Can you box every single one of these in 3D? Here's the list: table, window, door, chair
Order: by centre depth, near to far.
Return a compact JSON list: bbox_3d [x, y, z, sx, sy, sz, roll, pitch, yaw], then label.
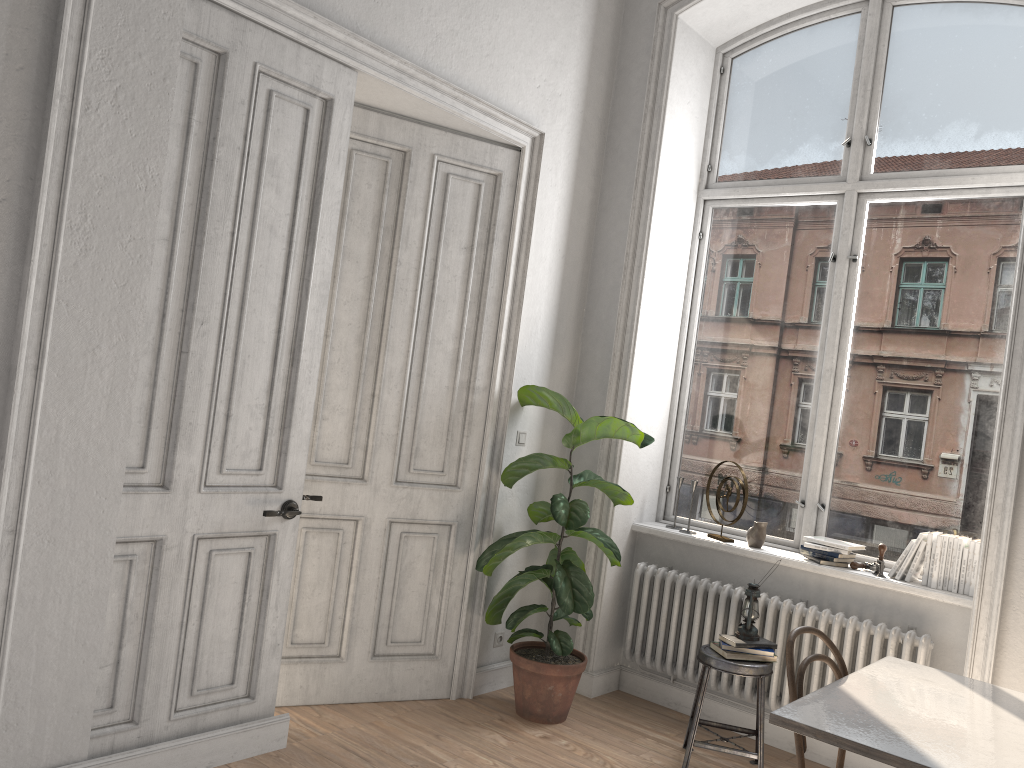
[{"bbox_3d":[1.860,1.455,2.203,2.199,0.780,1.101,7,-1,39],"label":"table"},{"bbox_3d":[1.105,1.295,2.804,0.438,0.920,0.549,8,-1,-42],"label":"chair"},{"bbox_3d":[-1.186,0.046,3.272,0.216,2.814,1.097,7,0,41],"label":"door"},{"bbox_3d":[0.991,1.495,4.052,0.364,0.522,0.360,7,0,13],"label":"chair"},{"bbox_3d":[-0.584,0.138,4.277,1.097,2.814,0.216,8,0,-26],"label":"door"},{"bbox_3d":[1.742,-0.567,4.655,1.621,2.843,0.013,7,0,39],"label":"window"}]

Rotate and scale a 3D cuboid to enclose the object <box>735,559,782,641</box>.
[{"bbox_3d":[1.132,0.983,4.079,0.163,0.383,0.154,7,0,13],"label":"object"}]

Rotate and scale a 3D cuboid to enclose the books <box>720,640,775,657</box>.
[{"bbox_3d":[1.074,1.203,4.063,0.232,0.029,0.163,7,-1,10],"label":"books"}]

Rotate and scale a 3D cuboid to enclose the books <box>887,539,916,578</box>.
[{"bbox_3d":[1.862,0.823,4.197,0.105,0.194,0.155,7,-1,38],"label":"books"}]

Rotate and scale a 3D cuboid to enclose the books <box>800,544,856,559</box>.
[{"bbox_3d":[1.571,0.832,4.407,0.147,0.023,0.221,8,-1,-35],"label":"books"}]

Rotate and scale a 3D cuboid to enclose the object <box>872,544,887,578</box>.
[{"bbox_3d":[1.747,0.832,4.199,0.048,0.153,0.088,7,0,9],"label":"object"}]

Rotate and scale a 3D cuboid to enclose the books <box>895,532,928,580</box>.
[{"bbox_3d":[1.891,0.807,4.169,0.100,0.235,0.174,7,-1,39],"label":"books"}]

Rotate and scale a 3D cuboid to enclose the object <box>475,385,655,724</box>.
[{"bbox_3d":[2.055,0.950,2.653,5.824,1.842,0.792,7,-1,44],"label":"object"}]

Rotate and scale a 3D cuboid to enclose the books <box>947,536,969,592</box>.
[{"bbox_3d":[2.047,0.823,4.069,0.024,0.243,0.175,7,0,39],"label":"books"}]

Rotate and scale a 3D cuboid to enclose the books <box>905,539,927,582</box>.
[{"bbox_3d":[1.909,0.826,4.154,0.072,0.203,0.155,7,-1,39],"label":"books"}]

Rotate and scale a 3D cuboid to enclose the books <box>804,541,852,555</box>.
[{"bbox_3d":[1.568,0.811,4.396,0.205,0.020,0.155,7,-1,29],"label":"books"}]

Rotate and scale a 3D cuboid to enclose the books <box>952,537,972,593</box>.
[{"bbox_3d":[2.049,0.823,4.038,0.019,0.243,0.174,7,0,39],"label":"books"}]

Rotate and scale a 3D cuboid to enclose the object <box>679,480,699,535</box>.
[{"bbox_3d":[0.983,0.673,4.863,0.095,0.289,0.095,8,0,-28],"label":"object"}]

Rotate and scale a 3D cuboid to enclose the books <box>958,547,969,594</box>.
[{"bbox_3d":[2.065,0.843,4.025,0.020,0.205,0.155,7,0,39],"label":"books"}]

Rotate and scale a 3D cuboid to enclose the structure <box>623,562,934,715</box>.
[{"bbox_3d":[2.834,-0.267,3.206,5.179,4.474,0.340,7,0,39],"label":"structure"}]

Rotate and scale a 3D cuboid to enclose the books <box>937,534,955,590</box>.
[{"bbox_3d":[2.001,0.817,4.078,0.019,0.243,0.174,7,0,39],"label":"books"}]

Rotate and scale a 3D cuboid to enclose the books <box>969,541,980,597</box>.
[{"bbox_3d":[2.105,0.829,3.995,0.024,0.243,0.175,7,0,39],"label":"books"}]

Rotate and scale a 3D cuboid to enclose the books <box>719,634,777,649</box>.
[{"bbox_3d":[1.079,1.181,4.063,0.221,0.027,0.147,8,-1,-18],"label":"books"}]

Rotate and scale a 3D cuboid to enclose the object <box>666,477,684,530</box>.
[{"bbox_3d":[0.929,0.668,4.981,0.095,0.289,0.095,7,0,-19],"label":"object"}]

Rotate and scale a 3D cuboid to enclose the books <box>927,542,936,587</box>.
[{"bbox_3d":[1.966,0.832,4.107,0.020,0.205,0.155,7,0,39],"label":"books"}]

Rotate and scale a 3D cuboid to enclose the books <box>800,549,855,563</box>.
[{"bbox_3d":[1.567,0.854,4.409,0.155,0.022,0.205,8,-1,-31],"label":"books"}]

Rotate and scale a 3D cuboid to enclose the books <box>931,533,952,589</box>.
[{"bbox_3d":[1.979,0.814,4.085,0.024,0.243,0.175,7,0,39],"label":"books"}]

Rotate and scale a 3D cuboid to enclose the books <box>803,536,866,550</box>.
[{"bbox_3d":[1.599,0.789,4.400,0.174,0.019,0.243,8,-1,-41],"label":"books"}]

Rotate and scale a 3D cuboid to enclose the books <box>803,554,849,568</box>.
[{"bbox_3d":[1.562,0.876,4.416,0.147,0.023,0.221,7,-1,-2],"label":"books"}]

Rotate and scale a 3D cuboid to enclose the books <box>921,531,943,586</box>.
[{"bbox_3d":[1.961,0.813,4.139,0.024,0.243,0.175,7,0,39],"label":"books"}]

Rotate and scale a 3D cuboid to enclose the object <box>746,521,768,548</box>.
[{"bbox_3d":[1.278,0.781,4.633,0.100,0.142,0.102,7,0,14],"label":"object"}]

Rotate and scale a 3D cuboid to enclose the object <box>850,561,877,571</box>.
[{"bbox_3d":[1.710,0.880,4.296,0.153,0.048,0.088,8,-1,-11],"label":"object"}]

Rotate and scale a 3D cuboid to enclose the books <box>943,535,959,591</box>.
[{"bbox_3d":[2.027,0.820,4.079,0.019,0.243,0.174,7,0,39],"label":"books"}]

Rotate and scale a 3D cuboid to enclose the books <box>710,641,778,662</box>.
[{"bbox_3d":[1.060,1.227,4.068,0.246,0.034,0.194,8,-1,-10],"label":"books"}]

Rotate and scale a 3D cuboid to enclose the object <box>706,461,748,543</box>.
[{"bbox_3d":[1.150,0.625,4.758,0.087,0.425,0.347,7,0,-18],"label":"object"}]

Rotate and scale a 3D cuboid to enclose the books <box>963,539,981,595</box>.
[{"bbox_3d":[2.098,0.829,4.027,0.024,0.243,0.175,7,0,39],"label":"books"}]
